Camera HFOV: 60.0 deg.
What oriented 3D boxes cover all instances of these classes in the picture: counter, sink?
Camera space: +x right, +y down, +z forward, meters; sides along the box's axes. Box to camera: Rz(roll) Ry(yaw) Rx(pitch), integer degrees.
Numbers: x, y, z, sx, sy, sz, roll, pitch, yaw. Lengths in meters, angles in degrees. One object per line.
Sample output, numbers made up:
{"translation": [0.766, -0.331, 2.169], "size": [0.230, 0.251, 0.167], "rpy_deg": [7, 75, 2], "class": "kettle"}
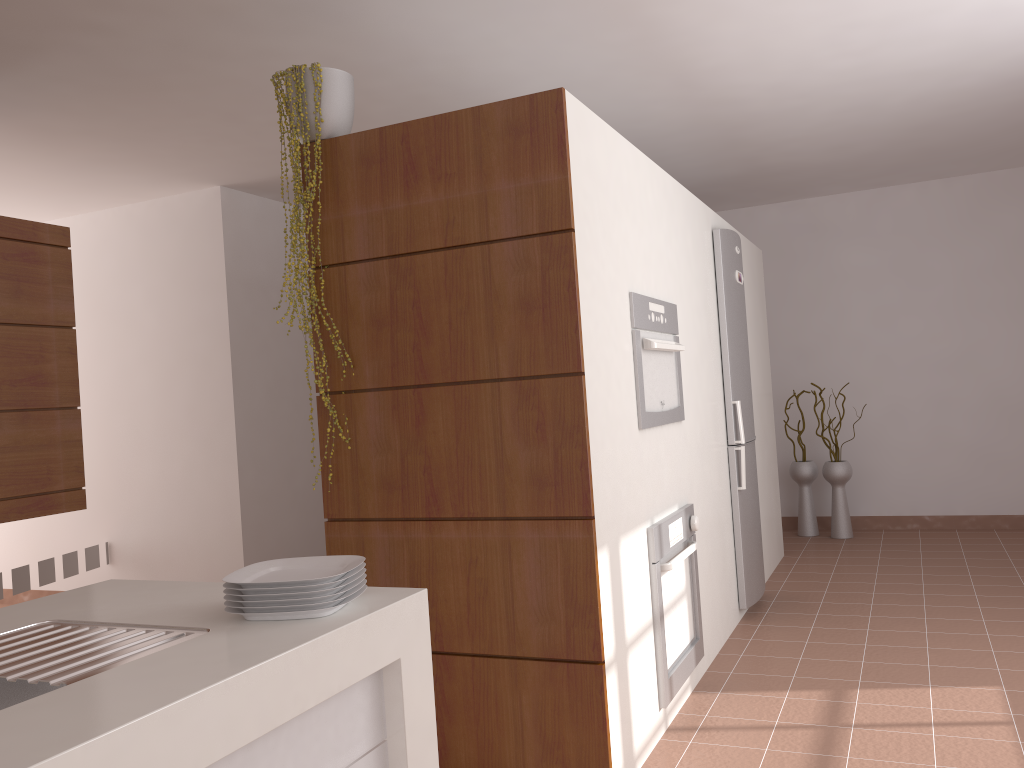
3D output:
{"translation": [-0.945, 0.826, 0.849], "size": [0.821, 0.800, 2.156], "rpy_deg": [-4, -1, 24], "class": "counter"}
{"translation": [-0.803, 0.416, 1.241], "size": [0.404, 0.368, 0.668], "rpy_deg": [-4, -1, 24], "class": "sink"}

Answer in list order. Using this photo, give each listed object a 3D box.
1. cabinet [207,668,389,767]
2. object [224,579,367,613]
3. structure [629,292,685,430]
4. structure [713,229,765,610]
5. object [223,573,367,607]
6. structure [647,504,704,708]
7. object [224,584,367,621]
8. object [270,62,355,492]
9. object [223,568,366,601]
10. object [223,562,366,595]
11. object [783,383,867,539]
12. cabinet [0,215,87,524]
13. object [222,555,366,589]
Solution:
{"translation": [-0.961, 0.876, 0.795], "size": [0.737, 0.700, 2.048], "rpy_deg": [-4, -1, 24], "class": "cabinet"}
{"translation": [-0.378, 0.377, 1.571], "size": [0.228, 0.020, 0.228], "rpy_deg": [-4, -1, 6], "class": "object"}
{"translation": [0.552, -0.082, 3.190], "size": [0.056, 0.454, 0.614], "rpy_deg": [-4, -1, 24], "class": "structure"}
{"translation": [1.184, 0.154, 4.535], "size": [0.089, 1.862, 0.604], "rpy_deg": [-4, -1, 24], "class": "structure"}
{"translation": [-0.379, 0.367, 1.571], "size": [0.228, 0.020, 0.228], "rpy_deg": [-4, -1, 6], "class": "object"}
{"translation": [0.606, 0.765, 3.181], "size": [0.058, 0.592, 0.596], "rpy_deg": [-4, -1, 24], "class": "structure"}
{"translation": [-0.378, 0.387, 1.571], "size": [0.228, 0.020, 0.228], "rpy_deg": [-4, -1, 6], "class": "object"}
{"translation": [-0.616, -0.331, 2.848], "size": [0.297, 1.344, 0.279], "rpy_deg": [-4, -1, -17], "class": "object"}
{"translation": [-0.380, 0.357, 1.571], "size": [0.228, 0.020, 0.228], "rpy_deg": [-4, -1, 6], "class": "object"}
{"translation": [-0.380, 0.347, 1.571], "size": [0.228, 0.020, 0.228], "rpy_deg": [-4, -1, 6], "class": "object"}
{"translation": [2.274, 0.538, 6.314], "size": [0.655, 1.112, 0.284], "rpy_deg": [-5, -1, 43], "class": "object"}
{"translation": [-3.147, -0.012, 1.767], "size": [0.754, 1.200, 4.718], "rpy_deg": [-4, -1, 24], "class": "cabinet"}
{"translation": [-0.381, 0.336, 1.572], "size": [0.228, 0.020, 0.228], "rpy_deg": [-4, -1, 6], "class": "object"}
